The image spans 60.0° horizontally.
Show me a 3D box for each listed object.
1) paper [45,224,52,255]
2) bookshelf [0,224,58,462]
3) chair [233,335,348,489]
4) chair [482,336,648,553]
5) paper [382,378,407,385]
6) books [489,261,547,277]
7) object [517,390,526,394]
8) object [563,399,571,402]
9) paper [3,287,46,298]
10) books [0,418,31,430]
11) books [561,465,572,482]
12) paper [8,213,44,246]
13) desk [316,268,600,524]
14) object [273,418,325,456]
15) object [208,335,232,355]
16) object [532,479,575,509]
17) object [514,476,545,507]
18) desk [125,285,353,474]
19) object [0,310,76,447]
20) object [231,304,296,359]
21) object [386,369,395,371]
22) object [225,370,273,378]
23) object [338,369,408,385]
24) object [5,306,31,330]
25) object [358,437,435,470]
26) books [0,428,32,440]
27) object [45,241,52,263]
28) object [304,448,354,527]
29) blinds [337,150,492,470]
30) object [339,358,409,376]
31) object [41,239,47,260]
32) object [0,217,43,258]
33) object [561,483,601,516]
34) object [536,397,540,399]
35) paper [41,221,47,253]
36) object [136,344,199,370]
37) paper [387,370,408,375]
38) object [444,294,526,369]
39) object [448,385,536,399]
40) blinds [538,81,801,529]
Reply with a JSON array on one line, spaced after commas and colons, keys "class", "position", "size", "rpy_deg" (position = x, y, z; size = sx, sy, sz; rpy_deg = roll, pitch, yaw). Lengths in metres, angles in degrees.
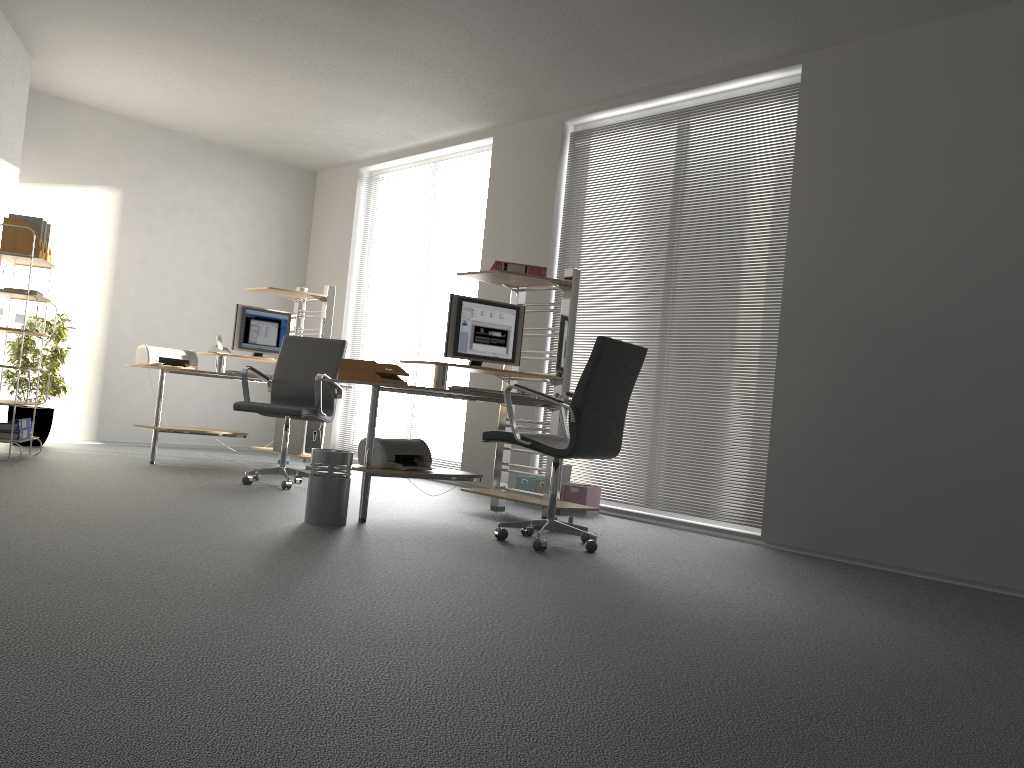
[{"class": "paper", "position": [-3.447, -1.015, 6.385], "size": [0.213, 0.297, 0.045], "rpy_deg": [6, -2, -13]}, {"class": "bookshelf", "position": [-3.465, -0.274, 6.166], "size": [0.381, 1.572, 0.724], "rpy_deg": [6, -2, -16]}, {"class": "chair", "position": [-1.531, 0.171, 6.103], "size": [0.584, 1.048, 0.652], "rpy_deg": [5, -2, 12]}, {"class": "chair", "position": [0.248, 0.292, 4.517], "size": [0.652, 1.048, 0.584], "rpy_deg": [4, -2, 33]}, {"class": "paper", "position": [-0.754, -0.022, 4.834], "size": [0.297, 0.019, 0.210], "rpy_deg": [5, -2, 26]}, {"class": "books", "position": [0.028, -0.691, 5.494], "size": [0.320, 0.072, 0.262], "rpy_deg": [6, -2, -11]}, {"class": "object", "position": [0.059, 0.059, 5.397], "size": [0.054, 0.064, 0.159], "rpy_deg": [5, -2, 14]}, {"class": "object", "position": [0.309, 0.098, 5.263], "size": [0.132, 0.026, 0.132], "rpy_deg": [7, -2, -43]}, {"class": "paper", "position": [-3.443, -0.637, 6.272], "size": [0.213, 0.046, 0.297], "rpy_deg": [6, -2, -16]}, {"class": "books", "position": [-3.511, 0.278, 6.137], "size": [0.263, 0.100, 0.320], "rpy_deg": [6, -2, -15]}, {"class": "books", "position": [0.314, 0.716, 6.226], "size": [0.220, 0.306, 0.068], "rpy_deg": [7, -2, -43]}, {"class": "paper", "position": [-3.383, -1.017, 6.145], "size": [0.213, 0.297, 0.045], "rpy_deg": [6, -2, -18]}, {"class": "desk", "position": [-0.220, 0.003, 5.005], "size": [1.469, 1.566, 0.967], "rpy_deg": [7, -2, -43]}, {"class": "object", "position": [-1.749, 0.363, 7.324], "size": [0.199, 0.422, 0.471], "rpy_deg": [7, -2, -43]}, {"class": "object", "position": [-2.353, -0.321, 7.157], "size": [0.119, 0.151, 0.150], "rpy_deg": [4, -2, 32]}, {"class": "object", "position": [0.297, 0.786, 6.235], "size": [0.245, 0.202, 0.185], "rpy_deg": [7, -2, -43]}, {"class": "object", "position": [0.170, 0.778, 6.369], "size": [0.245, 0.202, 0.185], "rpy_deg": [7, -2, -43]}, {"class": "desk", "position": [-2.140, -0.119, 7.032], "size": [1.469, 1.566, 0.967], "rpy_deg": [7, -2, -43]}, {"class": "object", "position": [-3.864, -0.060, 7.247], "size": [0.544, 1.147, 0.644], "rpy_deg": [6, -2, -15]}, {"class": "object", "position": [-2.090, -0.421, 7.432], "size": [0.516, 0.418, 0.245], "rpy_deg": [7, -2, -29]}, {"class": "object", "position": [-0.657, -0.075, 4.791], "size": [0.008, 0.009, 0.159], "rpy_deg": [5, -2, 10]}, {"class": "object", "position": [-2.150, -0.054, 7.165], "size": [0.478, 0.082, 0.814], "rpy_deg": [7, -2, -36]}, {"class": "object", "position": [-0.754, -0.035, 4.835], "size": [0.309, 0.060, 0.225], "rpy_deg": [5, -2, 26]}, {"class": "object", "position": [-3.424, -0.452, 6.169], "size": [0.077, 0.161, 0.192], "rpy_deg": [5, -2, 2]}, {"class": "object", "position": [-0.579, 0.385, 4.885], "size": [0.351, 0.162, 0.438], "rpy_deg": [4, -2, 31]}, {"class": "books", "position": [-3.507, 0.334, 6.137], "size": [0.262, 0.072, 0.320], "rpy_deg": [6, -2, -15]}, {"class": "object", "position": [-3.443, -0.996, 6.365], "size": [0.243, 0.259, 0.113], "rpy_deg": [6, -2, -13]}, {"class": "object", "position": [-0.922, 0.522, 4.464], "size": [0.208, 0.377, 0.208], "rpy_deg": [6, -2, 0]}, {"class": "blinds", "position": [-0.930, -0.662, 8.159], "size": [0.037, 2.749, 1.950], "rpy_deg": [7, -2, -43]}, {"class": "object", "position": [-0.749, -0.091, 4.837], "size": [0.309, 0.060, 0.225], "rpy_deg": [5, -2, 26]}, {"class": "object", "position": [-3.414, -0.997, 6.244], "size": [0.243, 0.259, 0.113], "rpy_deg": [6, -2, -16]}, {"class": "object", "position": [-3.377, -0.997, 6.125], "size": [0.243, 0.259, 0.113], "rpy_deg": [6, -2, -18]}, {"class": "object", "position": [0.471, 0.798, 6.090], "size": [0.185, 0.202, 0.245], "rpy_deg": [5, -2, 29]}, {"class": "object", "position": [0.162, 0.080, 5.393], "size": [0.022, 0.042, 0.134], "rpy_deg": [6, -2, -1]}, {"class": "paper", "position": [-3.419, -1.017, 6.264], "size": [0.213, 0.297, 0.045], "rpy_deg": [6, -2, -16]}, {"class": "object", "position": [-2.633, -0.202, 6.892], "size": [0.351, 0.162, 0.438], "rpy_deg": [4, -2, 38]}, {"class": "paper", "position": [-0.749, -0.074, 4.836], "size": [0.297, 0.010, 0.210], "rpy_deg": [5, -2, 26]}, {"class": "object", "position": [-0.184, -0.300, 5.423], "size": [0.516, 0.418, 0.245], "rpy_deg": [6, -2, -21]}, {"class": "object", "position": [-0.269, 0.063, 5.124], "size": [0.478, 0.082, 0.814], "rpy_deg": [7, -2, -36]}, {"class": "blinds", "position": [0.996, -0.540, 6.128], "size": [0.022, 2.770, 1.950], "rpy_deg": [7, -2, -43]}]
